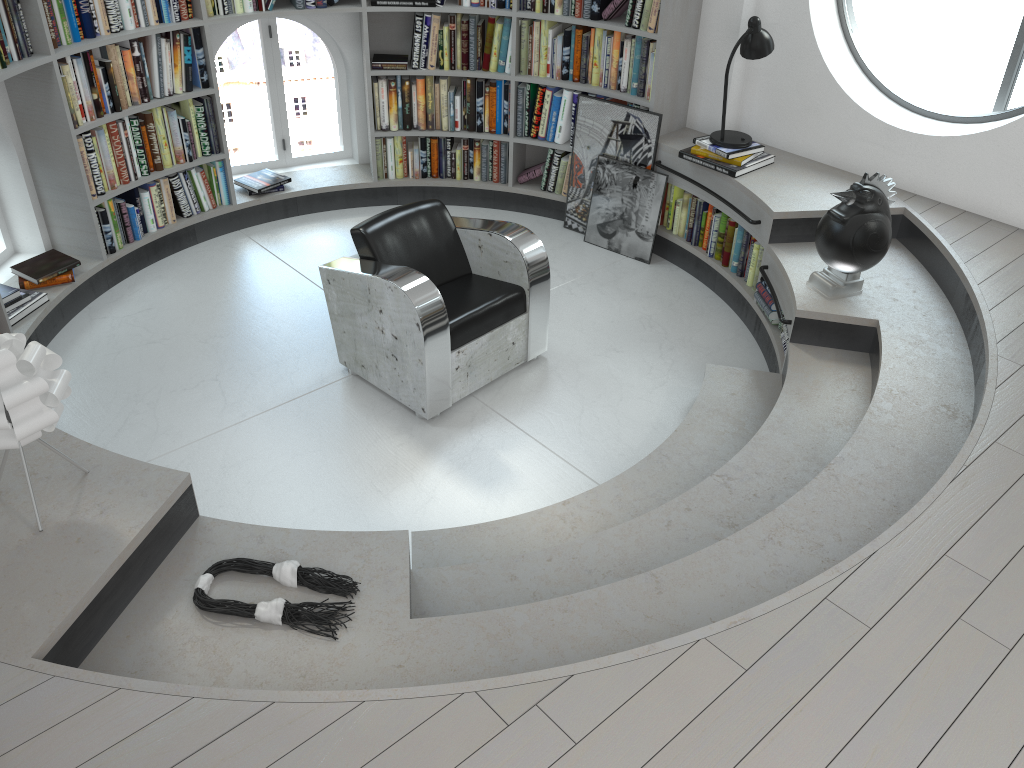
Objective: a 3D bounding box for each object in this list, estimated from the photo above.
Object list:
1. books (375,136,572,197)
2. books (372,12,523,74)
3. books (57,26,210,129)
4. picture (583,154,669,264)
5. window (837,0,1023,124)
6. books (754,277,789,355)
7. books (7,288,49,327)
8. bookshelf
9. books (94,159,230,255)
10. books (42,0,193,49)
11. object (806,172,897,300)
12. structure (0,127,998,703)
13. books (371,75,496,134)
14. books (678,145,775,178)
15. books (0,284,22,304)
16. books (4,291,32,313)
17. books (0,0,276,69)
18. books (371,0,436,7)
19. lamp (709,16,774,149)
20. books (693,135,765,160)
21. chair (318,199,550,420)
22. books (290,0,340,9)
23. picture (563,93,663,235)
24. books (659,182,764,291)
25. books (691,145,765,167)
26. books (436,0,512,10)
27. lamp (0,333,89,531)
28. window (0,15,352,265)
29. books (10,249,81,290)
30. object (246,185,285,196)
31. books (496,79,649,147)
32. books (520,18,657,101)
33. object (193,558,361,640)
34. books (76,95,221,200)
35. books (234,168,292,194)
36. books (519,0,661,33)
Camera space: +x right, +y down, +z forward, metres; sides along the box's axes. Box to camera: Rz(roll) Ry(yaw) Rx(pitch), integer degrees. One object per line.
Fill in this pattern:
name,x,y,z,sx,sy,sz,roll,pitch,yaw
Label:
books,-0.218,-1.512,5.915,1.497,0.307,0.364,7,35,8
books,-0.394,-2.157,5.544,0.973,0.347,0.255,2,34,0
books,-2.108,-1.704,4.817,0.298,0.347,1.007,20,39,25
picture,0.682,-1.059,5.388,0.492,0.548,0.107,25,41,31
window,2.269,-2.016,4.295,0.105,1.450,1.482,-25,42,-34
books,1.387,-0.304,4.348,0.240,0.166,0.674,1,35,-2
books,-2.588,-0.374,4.395,0.388,0.041,0.370,10,35,11
bookshelf,-1.240,-1.576,4.595,4.359,1.855,2.125,-26,43,-34
books,-2.125,-1.087,5.226,0.289,0.302,1.029,21,39,26
books,-2.133,-2.028,4.627,0.302,0.354,1.038,22,39,27
object,1.523,-0.675,3.947,0.321,0.555,0.324,13,36,17
structure,-0.342,-0.338,4.169,4.709,0.684,4.774,3,35,2
books,-0.488,-1.853,5.763,0.872,0.346,0.276,1,34,-1
books,1.195,-1.265,4.938,0.368,0.041,0.391,-26,43,-34
books,-2.587,-0.428,4.359,0.227,0.036,0.216,16,37,20
books,-2.587,-0.402,4.377,0.286,0.030,0.272,16,37,20
books,-2.088,-1.866,4.405,0.592,0.366,2.555,18,38,23
books,-0.657,-2.389,5.470,0.388,0.041,0.370,0,35,-2
lamp,1.236,-1.613,4.727,0.323,0.651,0.236,-14,37,-22
books,1.197,-1.322,4.900,0.270,0.030,0.288,-18,39,-26
chair,-0.361,-0.415,4.270,0.746,0.710,0.829,29,43,34
books,-1.114,-2.429,5.253,0.399,0.336,0.227,-12,36,-19
picture,0.600,-1.285,5.435,0.581,0.851,0.091,25,40,30
books,1.189,-0.897,5.083,0.273,0.294,1.160,-15,38,-23
books,1.196,-1.295,4.918,0.306,0.034,0.288,25,41,30
books,-0.188,-2.479,5.356,0.553,0.346,0.259,4,34,3
lamp,-1.352,0.114,2.415,0.307,0.518,0.308,24,40,29
window,-2.202,-1.419,5.061,0.620,1.135,3.261,22,39,27
books,-2.452,-0.596,4.676,0.320,0.098,0.294,-25,42,-33
object,-1.622,-1.296,5.781,0.227,0.036,0.216,-14,37,-21
books,0.430,-1.687,5.563,1.188,0.354,0.307,19,38,23
books,0.505,-1.984,5.334,1.025,0.343,0.278,22,39,27
object,-0.662,0.586,2.488,0.473,0.081,0.221,7,35,8
books,-2.111,-1.394,5.040,0.294,0.352,1.041,21,39,26
books,-1.621,-1.321,5.764,0.254,0.029,0.271,25,41,30
books,0.505,-2.297,5.120,1.057,0.353,0.282,22,39,27
